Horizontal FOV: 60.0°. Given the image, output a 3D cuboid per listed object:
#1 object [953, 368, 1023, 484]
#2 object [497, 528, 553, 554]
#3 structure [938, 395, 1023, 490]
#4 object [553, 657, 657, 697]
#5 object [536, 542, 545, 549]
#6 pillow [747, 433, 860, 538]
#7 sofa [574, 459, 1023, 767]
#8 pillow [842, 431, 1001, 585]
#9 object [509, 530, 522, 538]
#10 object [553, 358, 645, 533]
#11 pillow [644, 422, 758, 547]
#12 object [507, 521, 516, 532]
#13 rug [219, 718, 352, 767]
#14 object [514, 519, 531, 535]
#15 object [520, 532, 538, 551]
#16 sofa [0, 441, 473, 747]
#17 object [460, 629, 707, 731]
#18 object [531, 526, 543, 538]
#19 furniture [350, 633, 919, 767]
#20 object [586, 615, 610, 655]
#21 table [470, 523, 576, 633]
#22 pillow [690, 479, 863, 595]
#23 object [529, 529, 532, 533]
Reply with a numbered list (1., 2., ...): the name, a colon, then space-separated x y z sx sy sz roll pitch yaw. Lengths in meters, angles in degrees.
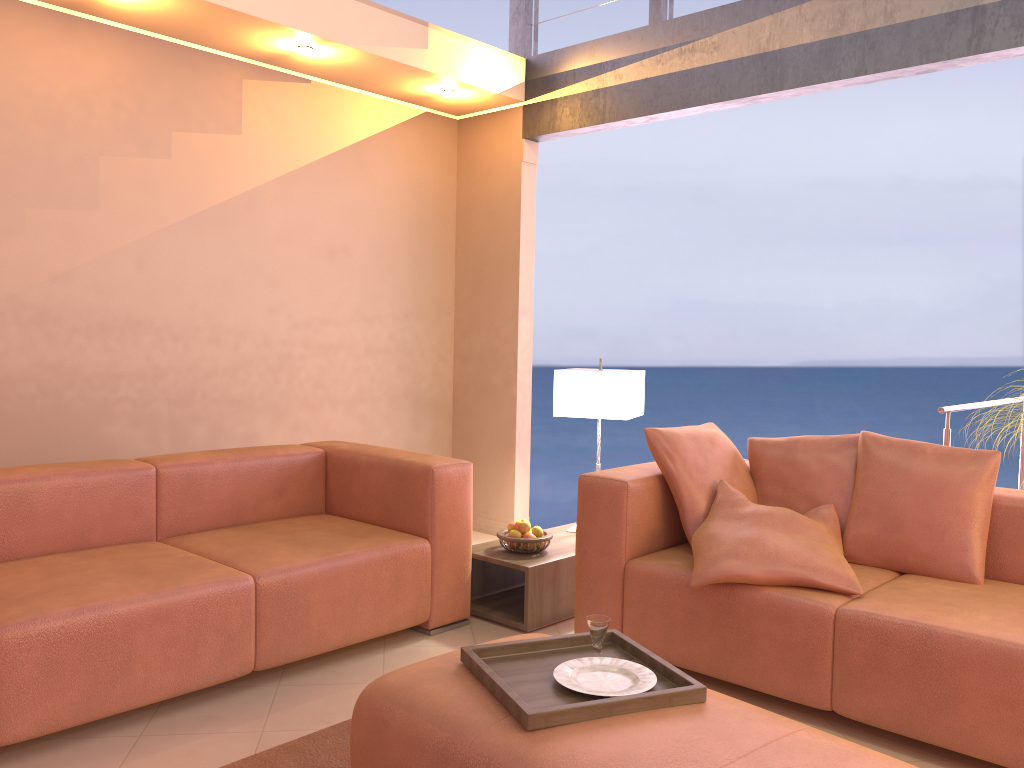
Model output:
1. object: 2.164 0.470 3.534 0.703 1.088 0.729 2 3 11
2. object: 0.053 0.659 3.706 0.235 0.071 0.235 3 3 35
3. structure: 3.831 0.447 2.946 4.176 0.541 1.663 4 4 43
4. object: 0.215 0.686 2.060 0.240 0.018 0.240 2 3 6
5. object: 0.115 0.663 3.690 0.046 0.046 0.055 2 3 20
6. pillow: 1.102 0.393 3.301 0.492 0.446 0.255 3 3 26
7. sofa: 1.538 0.708 2.697 2.781 0.672 0.943 4 4 43
8. pillow: 1.387 0.414 3.033 0.470 0.468 0.211 3 4 38
9. object: 0.013 0.624 3.651 0.055 0.047 0.045 2 3 19
10. object: 0.403 0.280 4.121 0.344 0.799 0.344 2 3 21
11. pillow: 0.756 0.389 3.364 0.314 0.455 0.519 4 4 39
12. object: 0.006 0.601 3.725 0.047 0.046 0.054 3 3 29
13. rug: 0.269 1.074 1.528 2.626 0.005 1.833 4 4 43
14. object: 0.044 0.596 3.686 0.069 0.061 0.068 1 3 4
15. object: 0.069 0.648 3.653 0.072 0.076 0.074 -1 4 -38
16. sofa: -1.410 0.638 2.864 0.943 0.672 2.781 4 4 43
17. object: 0.153 0.679 2.085 0.436 0.034 0.421 0 3 -22
18. object: 0.105 0.616 3.683 0.051 0.053 0.045 0 3 -24
19. furniture: 0.285 0.858 1.873 0.685 0.301 1.291 -1 4 -42
20. object: 0.218 0.640 2.253 0.061 0.091 0.061 3 3 27
21. table: 0.222 0.822 3.908 0.412 0.268 0.918 4 4 43
22. pillow: 0.869 0.502 2.990 0.517 0.292 0.514 2 3 12
23. object: 0.069 0.645 3.727 0.076 0.065 0.077 -1 4 -36
